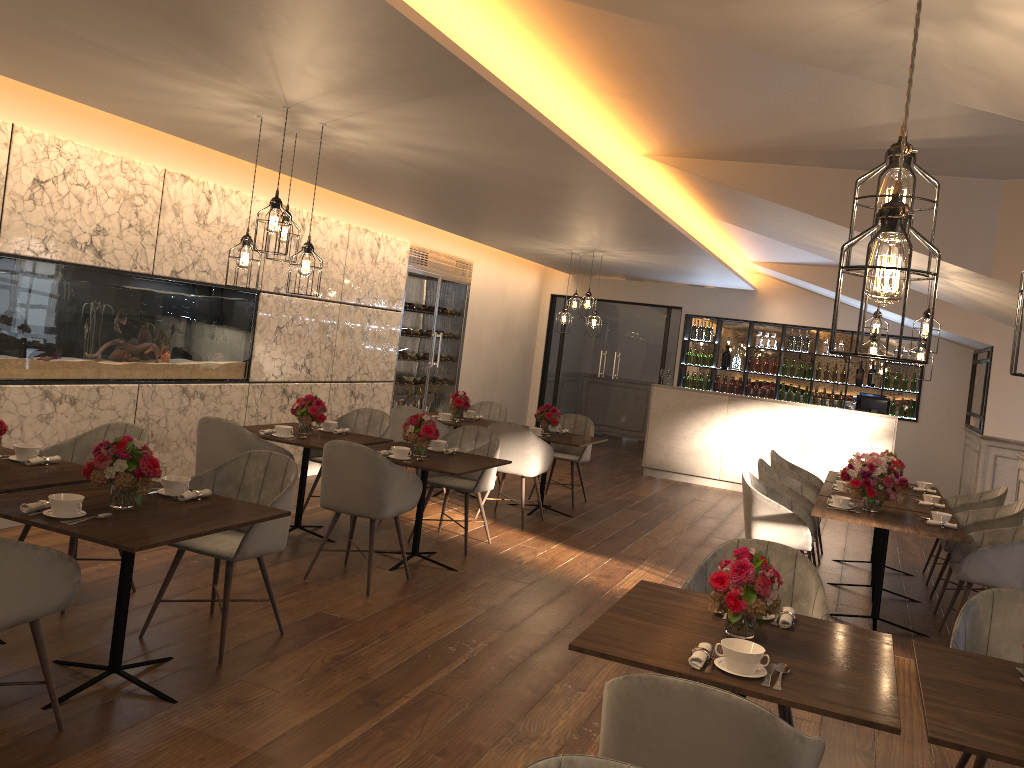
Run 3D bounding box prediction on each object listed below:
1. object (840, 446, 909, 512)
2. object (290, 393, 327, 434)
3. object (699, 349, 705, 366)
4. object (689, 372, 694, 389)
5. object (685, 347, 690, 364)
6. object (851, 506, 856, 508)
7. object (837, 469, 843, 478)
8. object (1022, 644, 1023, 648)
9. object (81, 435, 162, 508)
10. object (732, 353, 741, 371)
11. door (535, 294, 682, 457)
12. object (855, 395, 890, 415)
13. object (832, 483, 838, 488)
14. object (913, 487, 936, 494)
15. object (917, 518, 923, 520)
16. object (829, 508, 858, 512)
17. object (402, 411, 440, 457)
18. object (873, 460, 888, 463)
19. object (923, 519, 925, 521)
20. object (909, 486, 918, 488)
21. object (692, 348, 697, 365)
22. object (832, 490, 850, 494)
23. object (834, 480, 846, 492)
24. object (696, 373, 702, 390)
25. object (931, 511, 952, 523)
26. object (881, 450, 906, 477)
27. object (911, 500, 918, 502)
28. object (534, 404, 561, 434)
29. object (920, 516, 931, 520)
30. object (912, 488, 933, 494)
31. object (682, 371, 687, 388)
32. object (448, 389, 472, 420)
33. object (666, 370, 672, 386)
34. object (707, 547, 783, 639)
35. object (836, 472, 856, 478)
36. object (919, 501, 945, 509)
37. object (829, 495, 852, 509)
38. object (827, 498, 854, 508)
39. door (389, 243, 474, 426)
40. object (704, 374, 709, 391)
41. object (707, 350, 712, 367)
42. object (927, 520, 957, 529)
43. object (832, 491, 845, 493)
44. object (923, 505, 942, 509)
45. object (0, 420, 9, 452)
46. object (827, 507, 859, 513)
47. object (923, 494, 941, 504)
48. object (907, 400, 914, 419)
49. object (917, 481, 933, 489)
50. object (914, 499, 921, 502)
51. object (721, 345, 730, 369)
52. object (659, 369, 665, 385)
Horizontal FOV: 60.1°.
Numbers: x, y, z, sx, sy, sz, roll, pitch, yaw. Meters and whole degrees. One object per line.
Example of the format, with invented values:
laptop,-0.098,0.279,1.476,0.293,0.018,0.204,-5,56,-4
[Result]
object,2.429,0.637,5.938,0.420,0.425,0.405,7,1,10
object,-1.470,0.206,6.360,0.306,0.301,0.233,8,2,44
object,2.840,-0.397,13.204,0.065,0.261,0.066,7,0,0
object,2.695,-0.051,13.244,0.065,0.261,0.066,7,0,0
object,2.636,-0.426,13.287,0.065,0.261,0.066,7,0,0
object,2.222,0.813,5.961,0.193,0.024,0.025,8,2,22
object,2.868,0.779,7.585,0.148,0.072,0.149,6,3,-26
object,1.621,0.786,2.531,0.234,0.301,0.305,7,1,-3
object,-1.568,0.344,3.589,0.305,0.301,0.234,7,1,0
object,3.304,-0.339,13.012,0.108,0.282,0.108,7,0,-22
door,1.501,-0.131,13.775,2.111,2.335,0.273,7,0,22
object,4.414,0.318,10.828,0.408,0.329,0.130,7,0,0
object,2.574,0.800,6.861,0.176,0.039,0.056,8,2,22
object,3.397,0.876,7.284,0.176,0.039,0.056,8,2,22
object,2.760,0.899,5.777,0.211,0.004,0.022,8,3,22
object,2.158,0.820,5.779,0.197,0.015,0.043,8,3,18
object,-0.607,0.332,5.977,0.233,0.301,0.306,6,2,-35
object,2.798,0.700,6.756,0.235,0.301,0.304,8,2,41
object,2.719,0.891,5.625,0.193,0.024,0.025,8,2,22
object,3.462,0.884,7.501,0.197,0.015,0.043,8,3,18
object,2.738,-0.412,13.246,0.065,0.261,0.066,7,0,0
object,2.525,0.822,6.673,0.211,0.004,0.022,8,3,22
object,2.534,0.784,6.755,0.148,0.072,0.149,6,3,-26
object,2.796,-0.037,13.203,0.065,0.261,0.066,7,0,0
object,2.760,0.868,5.696,0.148,0.072,0.149,6,3,-26
object,3.169,0.702,7.486,0.304,0.301,0.235,6,1,-21
object,3.108,0.894,6.641,0.211,0.004,0.022,8,3,22
object,0.323,0.317,8.322,0.233,0.301,0.306,6,1,-21
object,2.781,0.894,5.807,0.197,0.015,0.043,8,3,18
object,3.400,0.882,7.319,0.193,0.024,0.025,8,2,22
object,2.593,-0.066,13.286,0.065,0.261,0.066,7,0,0
object,-0.502,0.199,8.651,0.234,0.301,0.305,7,1,-3
object,2.056,-0.083,11.625,0.065,0.208,0.145,7,1,13
object,0.752,0.663,2.872,0.235,0.301,0.304,8,2,41
object,2.908,0.796,7.691,0.176,0.039,0.056,8,2,22
object,3.063,0.881,6.454,0.176,0.039,0.056,8,2,22
object,2.186,0.789,5.891,0.148,0.072,0.149,6,3,-26
object,2.226,0.805,5.997,0.176,0.039,0.056,8,2,22
door,-0.972,-0.374,10.763,0.134,2.469,1.854,7,1,22
object,2.898,-0.022,13.161,0.065,0.261,0.066,7,0,0
object,2.941,-0.383,13.163,0.065,0.261,0.066,7,0,0
object,2.715,0.886,5.590,0.176,0.039,0.056,8,2,22
object,2.506,0.816,6.643,0.197,0.015,0.043,8,3,18
object,3.066,0.886,6.489,0.193,0.024,0.025,8,2,22
object,-2.434,0.220,3.975,0.235,0.301,0.304,7,1,24
object,2.177,0.827,5.809,0.211,0.004,0.022,8,3,22
object,3.107,0.863,6.560,0.148,0.072,0.149,6,3,-26
object,5.458,0.342,12.114,0.065,0.261,0.066,7,0,0
object,3.441,0.859,7.389,0.148,0.072,0.149,6,3,-26
object,3.128,0.889,6.671,0.197,0.015,0.043,8,3,18
object,3.158,-0.401,13.080,0.104,0.359,0.104,7,0,-6
object,1.976,-0.094,11.653,0.065,0.208,0.065,7,0,13
